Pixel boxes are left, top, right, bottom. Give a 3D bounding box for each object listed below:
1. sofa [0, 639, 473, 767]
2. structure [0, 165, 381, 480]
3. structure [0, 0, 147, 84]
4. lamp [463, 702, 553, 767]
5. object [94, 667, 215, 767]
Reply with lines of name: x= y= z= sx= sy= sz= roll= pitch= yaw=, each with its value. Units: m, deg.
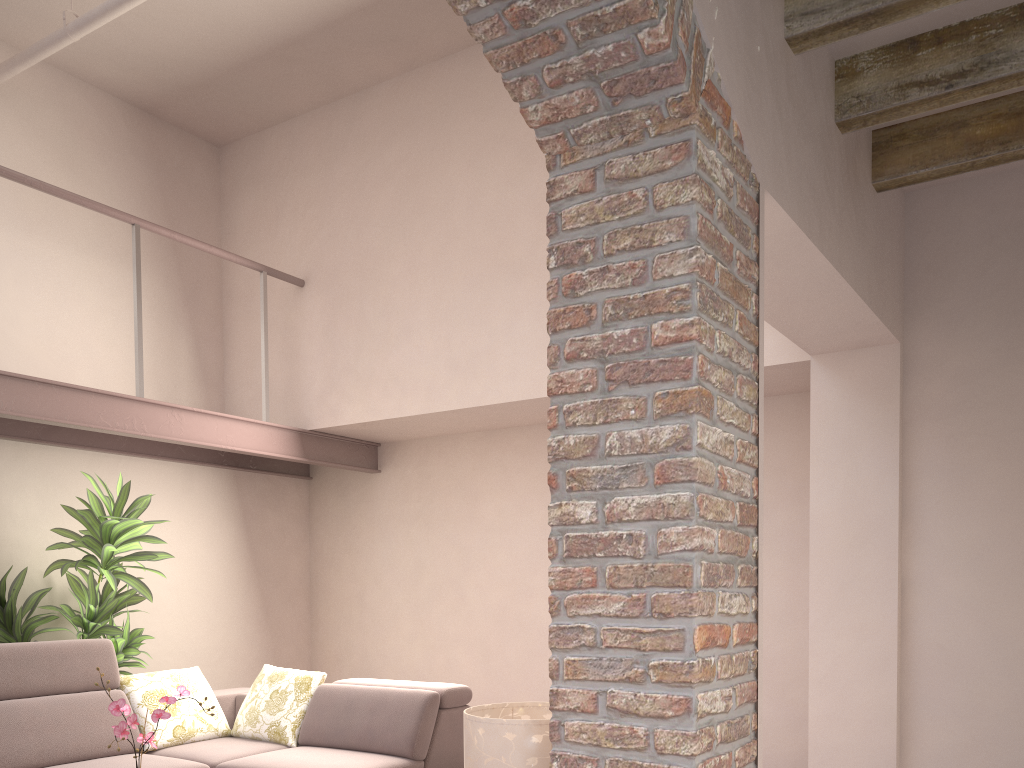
sofa: x=-1.651 y=1.567 z=3.738 sx=2.149 sy=0.933 sz=3.231 roll=-7 pitch=-13 yaw=32
structure: x=-1.973 y=0.247 z=2.903 sx=3.757 sy=3.180 sz=7.367 roll=-5 pitch=-11 yaw=33
structure: x=-1.203 y=-2.023 z=3.891 sx=4.111 sy=0.327 sz=0.110 roll=-9 pitch=-4 yaw=32
lamp: x=0.059 y=1.359 z=2.620 sx=0.406 sy=0.846 sz=0.392 roll=-1 pitch=-1 yaw=33
object: x=-1.210 y=1.222 z=2.979 sx=0.366 sy=0.594 sz=0.302 roll=-1 pitch=-1 yaw=27
